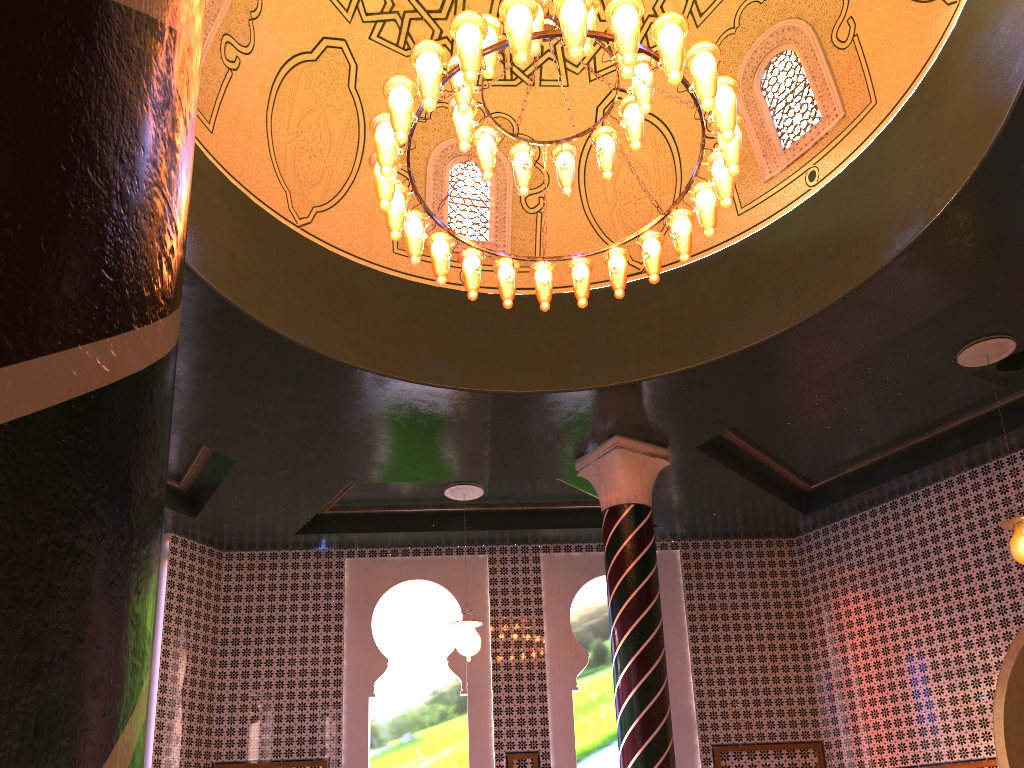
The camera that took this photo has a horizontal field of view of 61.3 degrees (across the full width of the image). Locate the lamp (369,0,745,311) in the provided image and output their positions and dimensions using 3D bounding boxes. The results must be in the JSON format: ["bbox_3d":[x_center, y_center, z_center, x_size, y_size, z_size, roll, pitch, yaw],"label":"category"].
[{"bbox_3d":[0.214,-3.211,6.362,2.495,4.301,2.634,7,-23,-24],"label":"lamp"}]

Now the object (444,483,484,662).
[{"bbox_3d":[-0.592,2.433,11.087,0.534,2.165,0.540,15,-25,-42],"label":"object"}]

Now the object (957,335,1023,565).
[{"bbox_3d":[4.741,0.688,8.228,0.534,2.165,0.540,15,-25,-42],"label":"object"}]

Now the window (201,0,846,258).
[{"bbox_3d":[0.052,-3.251,6.386,5.498,1.090,6.230,-4,-28,2],"label":"window"}]
